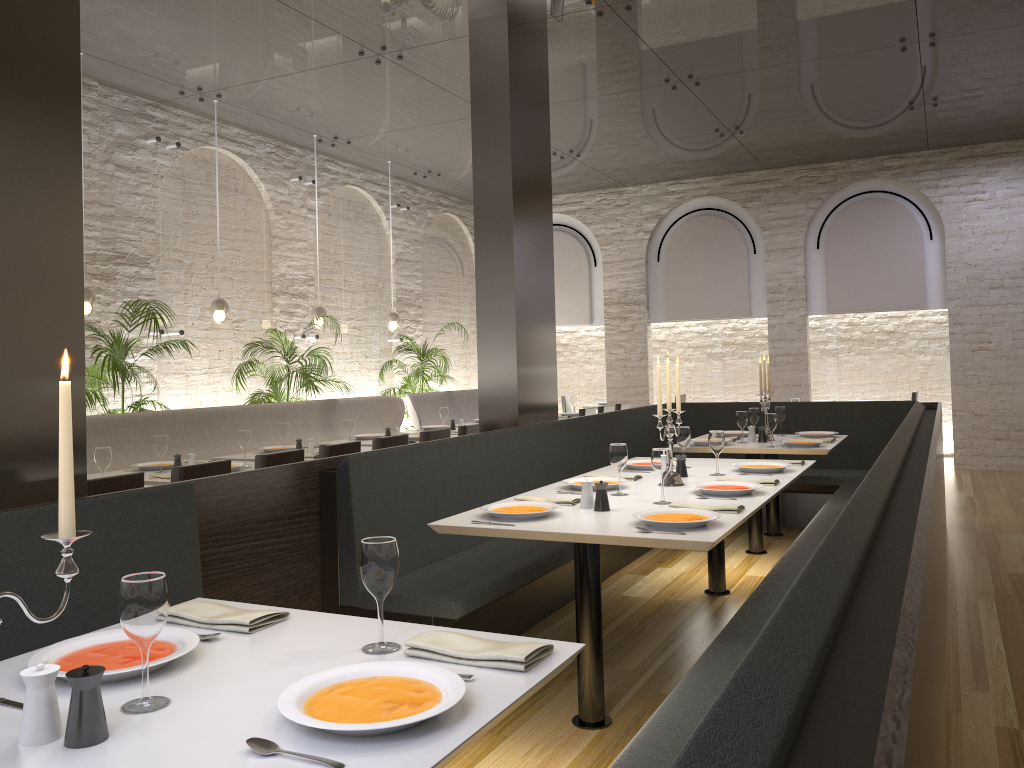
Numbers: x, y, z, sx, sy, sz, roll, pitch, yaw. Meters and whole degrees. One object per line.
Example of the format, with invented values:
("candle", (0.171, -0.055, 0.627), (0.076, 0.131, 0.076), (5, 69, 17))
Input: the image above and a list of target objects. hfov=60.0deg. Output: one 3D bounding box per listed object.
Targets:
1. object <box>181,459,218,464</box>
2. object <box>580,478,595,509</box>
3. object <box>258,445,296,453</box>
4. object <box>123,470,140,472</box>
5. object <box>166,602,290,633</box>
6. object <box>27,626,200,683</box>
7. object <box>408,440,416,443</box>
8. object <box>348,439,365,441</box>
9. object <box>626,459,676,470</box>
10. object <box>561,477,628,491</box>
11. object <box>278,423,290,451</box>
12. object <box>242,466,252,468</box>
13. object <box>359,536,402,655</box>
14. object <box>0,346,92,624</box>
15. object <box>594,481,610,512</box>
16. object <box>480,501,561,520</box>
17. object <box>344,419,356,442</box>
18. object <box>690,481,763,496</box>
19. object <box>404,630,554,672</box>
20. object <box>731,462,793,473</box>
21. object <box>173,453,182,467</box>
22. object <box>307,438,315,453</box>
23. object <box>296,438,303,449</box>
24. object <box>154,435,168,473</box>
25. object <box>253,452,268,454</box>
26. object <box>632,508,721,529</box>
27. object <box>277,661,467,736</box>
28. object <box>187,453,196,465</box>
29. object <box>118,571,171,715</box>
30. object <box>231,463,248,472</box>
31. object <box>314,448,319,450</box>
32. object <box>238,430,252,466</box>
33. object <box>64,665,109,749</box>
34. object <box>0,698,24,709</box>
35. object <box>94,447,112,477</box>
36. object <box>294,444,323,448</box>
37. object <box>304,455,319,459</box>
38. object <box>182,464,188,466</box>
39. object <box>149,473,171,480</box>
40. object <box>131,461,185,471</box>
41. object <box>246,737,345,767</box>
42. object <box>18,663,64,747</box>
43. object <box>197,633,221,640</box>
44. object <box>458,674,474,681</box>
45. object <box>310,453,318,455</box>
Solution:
("object", (-2.119, 0.529, 6.024), (0.272, 0.033, 0.142), (-1, 1, 26))
("object", (0.312, 0.455, 3.673), (0.069, 0.127, 0.068), (-1, -1, -41))
("object", (-1.774, 0.500, 6.769), (0.321, 0.036, 0.321), (-1, 1, 4))
("object", (-2.370, 0.547, 5.562), (0.185, 0.010, 0.017), (-1, 1, 26))
("object", (-0.685, 0.551, 2.120), (0.272, 0.033, 0.142), (-1, 1, 26))
("object", (-0.808, 0.559, 1.810), (0.322, 0.036, 0.321), (-2, 1, -44))
("object", (-0.936, 0.476, 7.260), (0.272, 0.033, 0.142), (-1, 1, 26))
("object", (-1.343, 0.484, 7.657), (0.185, 0.010, 0.017), (-1, 1, 26))
("object", (0.772, 0.461, 5.031), (0.321, 0.036, 0.321), (-1, 1, 22))
("object", (0.397, 0.485, 4.267), (0.322, 0.036, 0.321), (-2, 1, -44))
("object", (-1.671, 0.403, 6.503), (0.086, 0.231, 0.086), (-1, -1, -22))
("object", (-1.729, 0.529, 5.649), (0.185, 0.010, 0.017), (-1, 1, 26))
("object", (-0.279, 0.445, 1.876), (0.086, 0.231, 0.086), (-2, -1, 38))
("object", (-0.751, 0.255, 1.207), (0.131, 0.657, 0.390), (-3, -1, 37))
("object", (0.363, 0.455, 3.592), (0.069, 0.127, 0.068), (-1, -1, -32))
("object", (0.033, 0.507, 3.525), (0.321, 0.036, 0.322), (-1, 1, 24))
("object", (-1.243, 0.386, 6.798), (0.086, 0.231, 0.086), (-1, -1, -22))
("object", (0.966, 0.474, 3.987), (0.322, 0.036, 0.321), (-2, 1, -44))
("object", (-0.068, 0.540, 1.817), (0.272, 0.033, 0.142), (-1, 1, 26))
("object", (1.340, 0.451, 4.750), (0.321, 0.036, 0.321), (-1, 1, 22))
("object", (-2.097, 0.490, 5.558), (0.059, 0.109, 0.059), (-2, -1, 18))
("object", (-1.503, 0.456, 6.612), (0.059, 0.109, 0.059), (-2, -1, 18))
("object", (-1.586, 0.459, 6.601), (0.059, 0.109, 0.059), (-2, -1, 18))
("object", (-2.171, 0.434, 5.483), (0.086, 0.231, 0.086), (-1, -1, -16))
("object", (-1.859, 0.516, 6.605), (0.185, 0.010, 0.017), (-1, 1, 26))
("object", (0.602, 0.497, 3.244), (0.321, 0.036, 0.321), (-2, 1, 2))
("object", (-0.239, 0.549, 1.529), (0.322, 0.036, 0.321), (-2, 1, -44))
("object", (-2.014, 0.488, 5.569), (0.059, 0.109, 0.059), (-2, -1, 18))
("object", (-0.658, 0.460, 1.587), (0.086, 0.231, 0.086), (-2, -1, 38))
("object", (-1.804, 0.523, 5.488), (0.321, 0.036, 0.321), (-1, 1, 9))
("object", (-1.292, 0.491, 6.530), (0.321, 0.036, 0.321), (-1, 1, 4))
("object", (-1.742, 0.417, 5.778), (0.086, 0.231, 0.086), (-2, -1, 32))
("object", (-0.692, 0.520, 1.439), (0.068, 0.127, 0.069), (-2, -1, 20))
("object", (-0.916, 0.576, 1.607), (0.185, 0.010, 0.017), (-1, 1, 26))
("object", (-2.145, 0.448, 4.653), (0.086, 0.231, 0.086), (-1, -1, -22))
("object", (-1.607, 0.498, 7.067), (0.272, 0.033, 0.142), (-1, 1, 26))
("object", (-1.452, 0.508, 6.208), (0.272, 0.033, 0.142), (-1, 1, 26))
("object", (-2.211, 0.535, 5.886), (0.181, 0.015, 0.038), (-1, 1, 28))
("object", (-1.963, 0.540, 5.165), (0.272, 0.033, 0.142), (-1, 1, 26))
("object", (-2.285, 0.532, 5.726), (0.321, 0.036, 0.321), (-1, 1, 9))
("object", (-0.332, 0.562, 1.347), (0.181, 0.015, 0.038), (-1, 1, 28))
("object", (-0.772, 0.522, 1.452), (0.068, 0.127, 0.069), (-2, -1, 20))
("object", (-0.725, 0.561, 1.995), (0.181, 0.015, 0.038), (-1, 1, 28))
("object", (-0.157, 0.554, 1.703), (0.185, 0.010, 0.017), (-1, 1, 26))
("object", (-1.377, 0.504, 6.368), (0.181, 0.015, 0.038), (-1, 1, 28))
